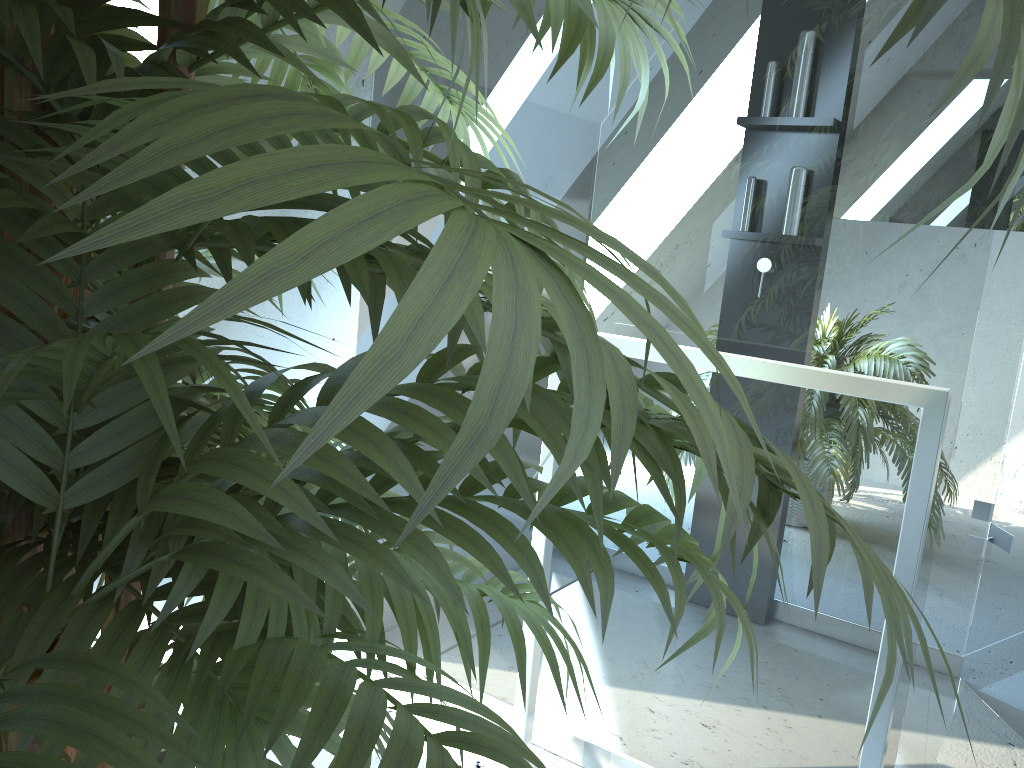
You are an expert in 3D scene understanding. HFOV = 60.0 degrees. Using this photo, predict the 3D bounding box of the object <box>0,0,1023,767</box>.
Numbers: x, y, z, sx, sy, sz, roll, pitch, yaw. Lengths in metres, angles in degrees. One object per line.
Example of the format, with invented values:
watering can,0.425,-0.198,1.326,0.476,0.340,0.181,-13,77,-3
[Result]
object,-0.294,-0.118,0.511,1.020,2.034,0.980,4,10,-8

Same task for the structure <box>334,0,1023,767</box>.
structure,0.666,-0.284,1.788,1.835,2.114,1.184,12,12,33
